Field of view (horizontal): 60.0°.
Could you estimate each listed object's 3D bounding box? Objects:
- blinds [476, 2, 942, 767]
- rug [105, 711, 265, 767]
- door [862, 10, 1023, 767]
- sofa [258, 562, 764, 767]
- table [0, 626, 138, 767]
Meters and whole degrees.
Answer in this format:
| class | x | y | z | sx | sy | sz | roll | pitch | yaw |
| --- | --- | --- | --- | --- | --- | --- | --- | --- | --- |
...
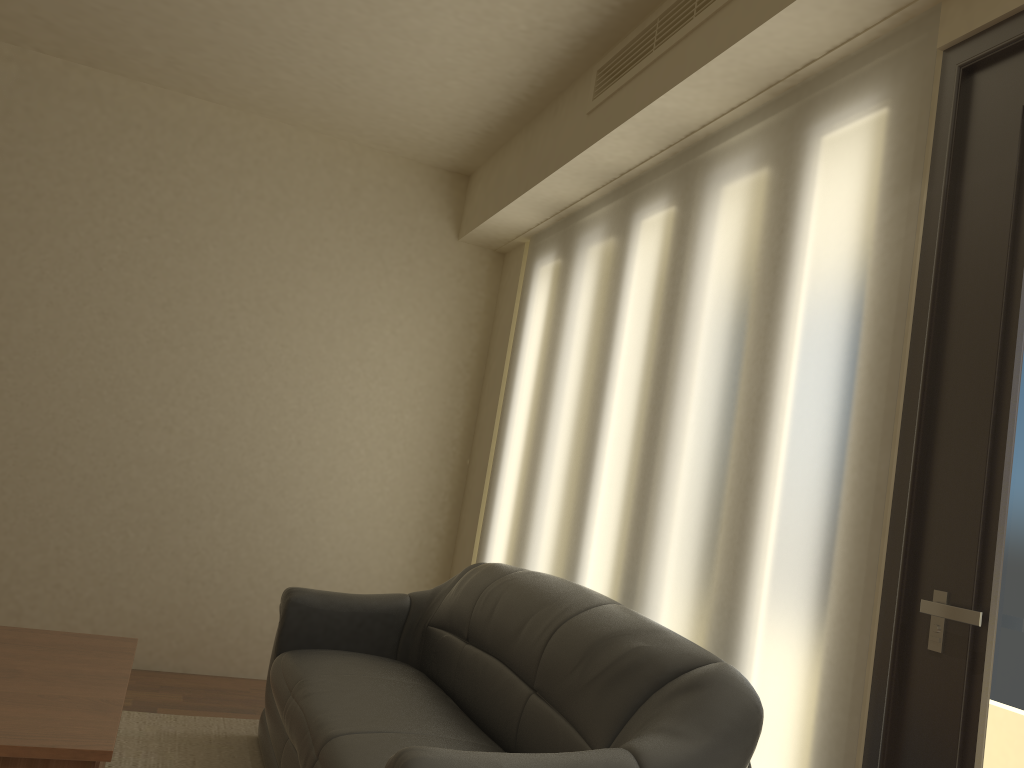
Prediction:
| class | x | y | z | sx | sy | sz | roll | pitch | yaw |
| --- | --- | --- | --- | --- | --- | --- | --- | --- | --- |
| blinds | 0.396 | 0.309 | 3.420 | 0.002 | 2.453 | 2.830 | 12 | -7 | -19 |
| rug | -1.376 | 1.245 | 2.036 | 2.482 | 0.011 | 3.592 | 12 | -7 | -19 |
| door | 1.099 | 0.323 | 1.626 | 0.118 | 2.420 | 1.011 | 12 | -7 | -19 |
| sofa | -0.223 | 1.069 | 2.937 | 0.944 | 0.918 | 2.337 | 12 | -7 | -19 |
| table | -1.626 | 0.997 | 2.351 | 1.045 | 0.482 | 1.213 | 12 | -7 | -19 |
